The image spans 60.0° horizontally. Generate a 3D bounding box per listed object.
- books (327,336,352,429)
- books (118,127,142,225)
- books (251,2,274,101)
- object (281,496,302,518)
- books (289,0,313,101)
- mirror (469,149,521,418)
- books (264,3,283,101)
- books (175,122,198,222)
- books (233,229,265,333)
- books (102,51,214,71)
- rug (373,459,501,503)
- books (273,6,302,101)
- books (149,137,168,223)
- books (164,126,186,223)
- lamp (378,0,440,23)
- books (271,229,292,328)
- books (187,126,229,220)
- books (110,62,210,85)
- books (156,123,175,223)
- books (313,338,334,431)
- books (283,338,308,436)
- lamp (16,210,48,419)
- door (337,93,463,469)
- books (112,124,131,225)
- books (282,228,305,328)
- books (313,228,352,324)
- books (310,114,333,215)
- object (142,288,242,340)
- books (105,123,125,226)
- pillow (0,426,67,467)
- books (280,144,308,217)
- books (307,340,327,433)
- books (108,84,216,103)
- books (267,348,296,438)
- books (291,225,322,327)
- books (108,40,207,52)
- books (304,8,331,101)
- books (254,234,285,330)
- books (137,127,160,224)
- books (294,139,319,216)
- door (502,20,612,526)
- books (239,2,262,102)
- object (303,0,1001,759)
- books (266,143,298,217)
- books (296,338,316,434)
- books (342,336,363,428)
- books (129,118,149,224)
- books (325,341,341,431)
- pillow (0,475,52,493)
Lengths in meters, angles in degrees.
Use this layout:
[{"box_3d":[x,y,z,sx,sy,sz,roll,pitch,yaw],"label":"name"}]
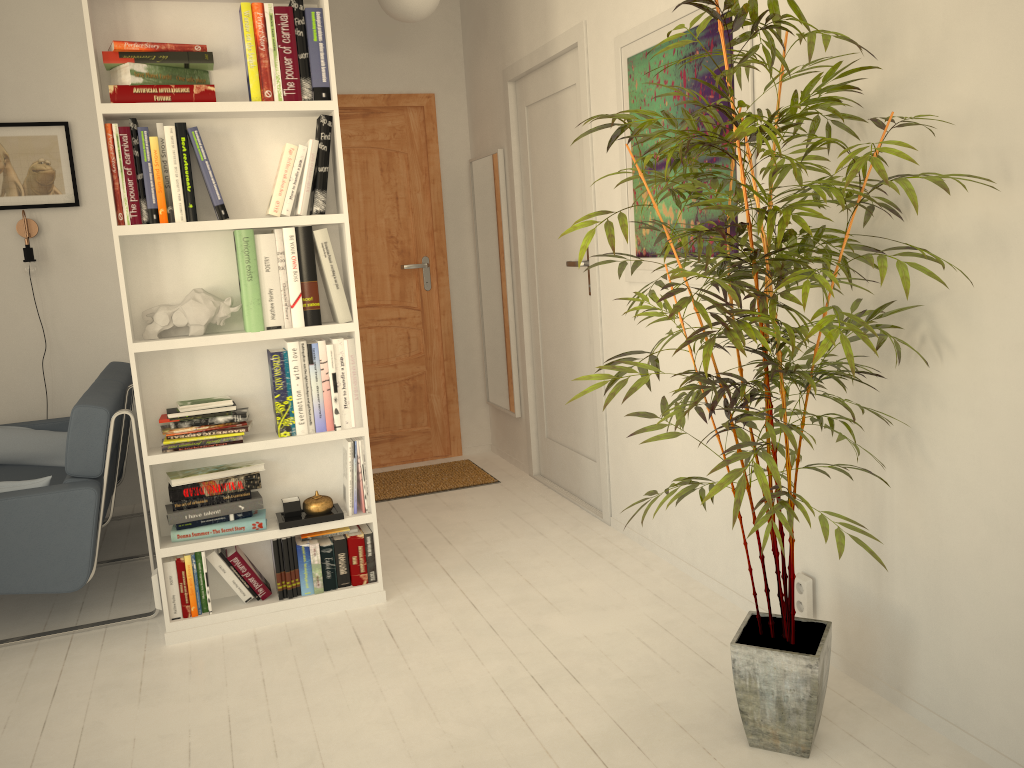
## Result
[{"box_3d":[-0.595,-0.009,3.046,0.037,0.307,0.161,-7,9,-19],"label":"books"},{"box_3d":[-1.185,-0.639,2.767,0.032,0.291,0.203,-7,9,-19],"label":"books"},{"box_3d":[-0.810,-1.046,2.863,0.039,0.301,0.199,-7,9,-19],"label":"books"},{"box_3d":[-0.752,0.421,3.025,0.058,0.055,0.058,-7,10,-19],"label":"object"},{"box_3d":[-0.692,-1.067,2.891,0.039,0.317,0.161,-7,9,-19],"label":"books"},{"box_3d":[-0.096,-0.532,4.768,0.029,1.369,0.500,-7,9,-19],"label":"mirror"},{"box_3d":[-0.778,-1.049,2.869,0.029,0.300,0.185,-7,9,-19],"label":"books"},{"box_3d":[-1.030,-0.662,2.806,0.033,0.306,0.151,-7,9,-19],"label":"books"},{"box_3d":[-0.870,-0.340,2.920,0.056,0.328,0.229,-7,9,-19],"label":"books"},{"box_3d":[-1.099,-0.998,2.771,0.314,0.035,0.205,-7,10,-19],"label":"books"},{"box_3d":[-0.593,0.521,4.624,0.941,0.002,0.553,-7,10,-19],"label":"rug"},{"box_3d":[-0.735,-1.049,2.878,0.059,0.291,0.182,-7,9,-19],"label":"books"},{"box_3d":[-1.107,-0.631,2.787,0.024,0.260,0.199,-7,9,-19],"label":"books"},{"box_3d":[-1.063,-0.653,2.803,0.032,0.290,0.189,-7,9,-19],"label":"books"},{"box_3d":[-0.443,-1.877,3.615,0.275,0.767,0.275,-8,10,-25],"label":"lamp"},{"box_3d":[-0.778,-0.353,2.975,0.023,0.321,0.236,-7,9,-19],"label":"books"},{"box_3d":[-0.973,-0.663,2.839,0.093,0.288,0.200,-7,9,-19],"label":"books"},{"box_3d":[-1.093,-0.946,2.766,0.128,0.064,0.269,4,12,40],"label":"books"},{"box_3d":[-1.093,-0.656,2.807,0.020,0.304,0.193,-7,9,-19],"label":"books"},{"box_3d":[-0.654,-0.006,3.051,0.025,0.305,0.213,-7,9,-19],"label":"books"},{"box_3d":[-0.744,0.001,3.026,0.037,0.311,0.241,-7,9,-19],"label":"books"},{"box_3d":[-2.388,-0.110,4.253,0.360,1.414,0.112,-7,9,-19],"label":"lamp"},{"box_3d":[-0.807,-0.537,4.888,0.931,2.030,0.160,-7,9,-19],"label":"door"},{"box_3d":[-1.210,-0.642,2.765,0.015,0.300,0.207,-7,9,-19],"label":"books"},{"box_3d":[-0.743,-0.356,2.972,0.037,0.324,0.240,-7,9,-19],"label":"books"},{"box_3d":[-0.625,-0.368,3.016,0.099,0.315,0.229,-7,9,-19],"label":"books"},{"box_3d":[-0.641,-0.720,2.954,0.092,0.318,0.179,-7,9,-19],"label":"books"},{"box_3d":[-1.025,-0.230,2.843,0.311,0.150,0.137,-6,9,-11],"label":"object"},{"box_3d":[-1.229,-0.641,2.765,0.021,0.301,0.222,-7,9,-19],"label":"books"},{"box_3d":[-2.211,0.276,4.107,0.540,0.276,0.157,-7,9,-18],"label":"pillow"},{"box_3d":[-0.722,-0.663,2.915,0.106,0.225,0.138,-7,9,-19],"label":"books"},{"box_3d":[-0.671,0.007,3.012,0.035,0.304,0.150,-7,9,-19],"label":"books"},{"box_3d":[-1.085,-0.887,2.767,0.301,0.056,0.202,-7,10,-19],"label":"books"},{"box_3d":[-0.784,0.022,3.002,0.057,0.283,0.200,-7,9,-19],"label":"books"},{"box_3d":[-0.697,-0.363,2.983,0.056,0.327,0.202,-7,9,-19],"label":"books"},{"box_3d":[-1.106,-1.025,2.756,0.266,0.026,0.203,-9,11,-29],"label":"books"},{"box_3d":[-0.646,-1.058,2.907,0.054,0.288,0.179,-7,9,-19],"label":"books"},{"box_3d":[-0.813,-0.338,2.945,0.065,0.311,0.200,-7,9,-19],"label":"books"},{"box_3d":[-1.135,-0.644,2.783,0.030,0.288,0.200,-7,9,-19],"label":"books"},{"box_3d":[-0.689,-0.678,2.950,0.092,0.244,0.197,-7,9,-19],"label":"books"},{"box_3d":[0.242,-0.471,4.043,0.166,2.031,0.956,-7,9,-19],"label":"door"},{"box_3d":[-0.846,-1.046,2.857,0.032,0.300,0.200,-7,9,-19],"label":"books"},{"box_3d":[0.187,-0.038,2.396,0.778,1.709,2.089,-11,11,-38],"label":"object"},{"box_3d":[-0.754,-0.661,2.896,0.115,0.231,0.133,-7,9,-19],"label":"books"},{"box_3d":[-0.715,-0.002,3.039,0.027,0.310,0.229,-7,9,-19],"label":"books"},{"box_3d":[-0.571,-0.015,3.086,0.039,0.302,0.229,-7,9,-19],"label":"books"},{"box_3d":[-1.161,-0.655,2.774,0.021,0.317,0.179,-7,9,-19],"label":"books"},{"box_3d":[-0.627,0.001,3.046,0.022,0.291,0.209,-7,9,-19],"label":"books"},{"box_3d":[-1.785,0.431,2.912,0.534,0.353,0.141,-7,9,-19],"label":"pillow"}]
